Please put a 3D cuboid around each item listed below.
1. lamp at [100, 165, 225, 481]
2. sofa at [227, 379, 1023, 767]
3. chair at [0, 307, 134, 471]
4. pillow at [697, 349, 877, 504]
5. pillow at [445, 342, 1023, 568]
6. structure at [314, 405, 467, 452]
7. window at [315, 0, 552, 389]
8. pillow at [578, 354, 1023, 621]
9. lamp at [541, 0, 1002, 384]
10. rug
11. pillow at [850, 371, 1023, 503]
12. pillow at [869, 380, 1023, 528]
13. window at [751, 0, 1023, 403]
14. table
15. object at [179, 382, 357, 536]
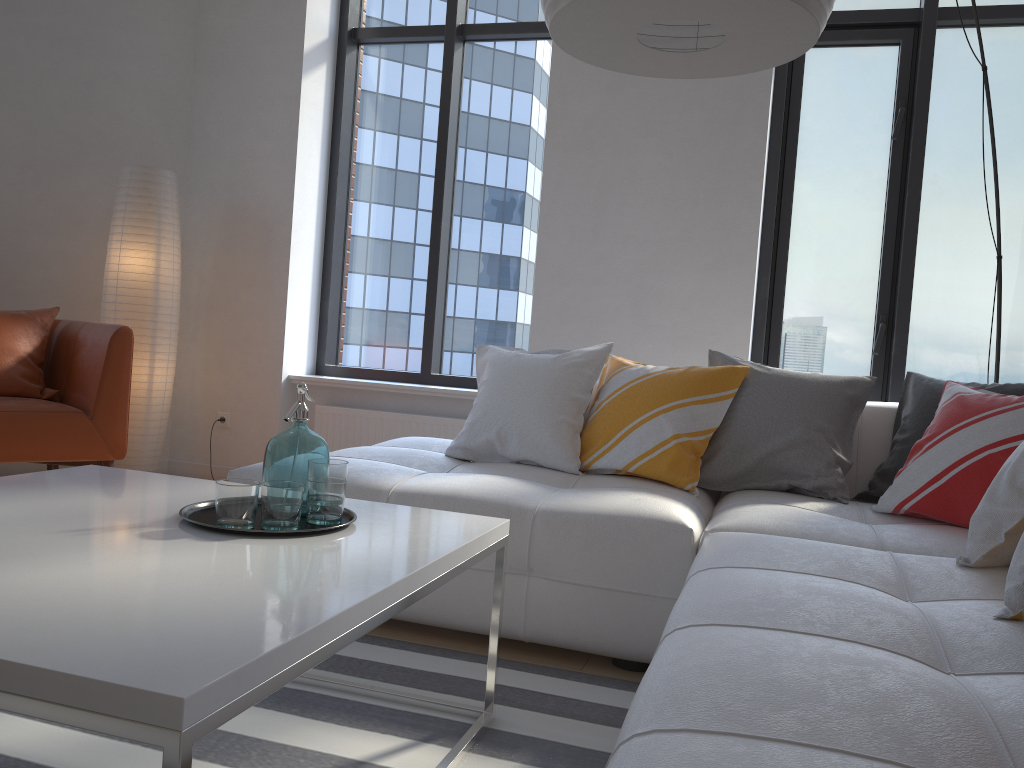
[{"bbox_3d":[-1.577,-0.243,4.334,0.804,1.550,0.502,3,2,-23],"label":"lamp"},{"bbox_3d":[0.270,0.396,1.730,2.614,0.732,3.424,5,2,16],"label":"sofa"},{"bbox_3d":[-2.125,0.087,3.570,0.896,0.858,0.843,3,3,-41],"label":"chair"},{"bbox_3d":[0.755,0.163,1.577,0.647,0.453,2.953,4,2,4],"label":"pillow"},{"bbox_3d":[0.547,0.118,2.496,2.156,0.456,0.580,6,3,42],"label":"pillow"},{"bbox_3d":[-0.530,0.378,4.462,1.015,0.460,0.110,5,2,16],"label":"structure"},{"bbox_3d":[-0.347,-1.193,4.733,1.310,2.402,0.170,5,2,16],"label":"window"},{"bbox_3d":[0.728,0.159,2.236,0.630,0.440,2.095,3,2,-27],"label":"pillow"},{"bbox_3d":[1.327,-0.516,2.635,3.199,2.647,0.710,3,2,-38],"label":"lamp"},{"bbox_3d":[-0.664,0.701,1.285,1.662,0.016,2.326,5,2,16],"label":"rug"},{"bbox_3d":[1.184,0.189,1.891,0.608,0.436,2.120,5,2,12],"label":"pillow"},{"bbox_3d":[1.097,0.220,1.577,0.575,0.449,2.250,5,2,14],"label":"pillow"},{"bbox_3d":[1.852,-1.005,4.081,1.310,2.402,0.170,5,2,16],"label":"window"},{"bbox_3d":[-0.697,0.468,1.536,1.091,0.435,1.091,5,2,16],"label":"table"},{"bbox_3d":[-0.457,0.129,1.705,0.330,0.265,0.330,6,3,41],"label":"object"}]
